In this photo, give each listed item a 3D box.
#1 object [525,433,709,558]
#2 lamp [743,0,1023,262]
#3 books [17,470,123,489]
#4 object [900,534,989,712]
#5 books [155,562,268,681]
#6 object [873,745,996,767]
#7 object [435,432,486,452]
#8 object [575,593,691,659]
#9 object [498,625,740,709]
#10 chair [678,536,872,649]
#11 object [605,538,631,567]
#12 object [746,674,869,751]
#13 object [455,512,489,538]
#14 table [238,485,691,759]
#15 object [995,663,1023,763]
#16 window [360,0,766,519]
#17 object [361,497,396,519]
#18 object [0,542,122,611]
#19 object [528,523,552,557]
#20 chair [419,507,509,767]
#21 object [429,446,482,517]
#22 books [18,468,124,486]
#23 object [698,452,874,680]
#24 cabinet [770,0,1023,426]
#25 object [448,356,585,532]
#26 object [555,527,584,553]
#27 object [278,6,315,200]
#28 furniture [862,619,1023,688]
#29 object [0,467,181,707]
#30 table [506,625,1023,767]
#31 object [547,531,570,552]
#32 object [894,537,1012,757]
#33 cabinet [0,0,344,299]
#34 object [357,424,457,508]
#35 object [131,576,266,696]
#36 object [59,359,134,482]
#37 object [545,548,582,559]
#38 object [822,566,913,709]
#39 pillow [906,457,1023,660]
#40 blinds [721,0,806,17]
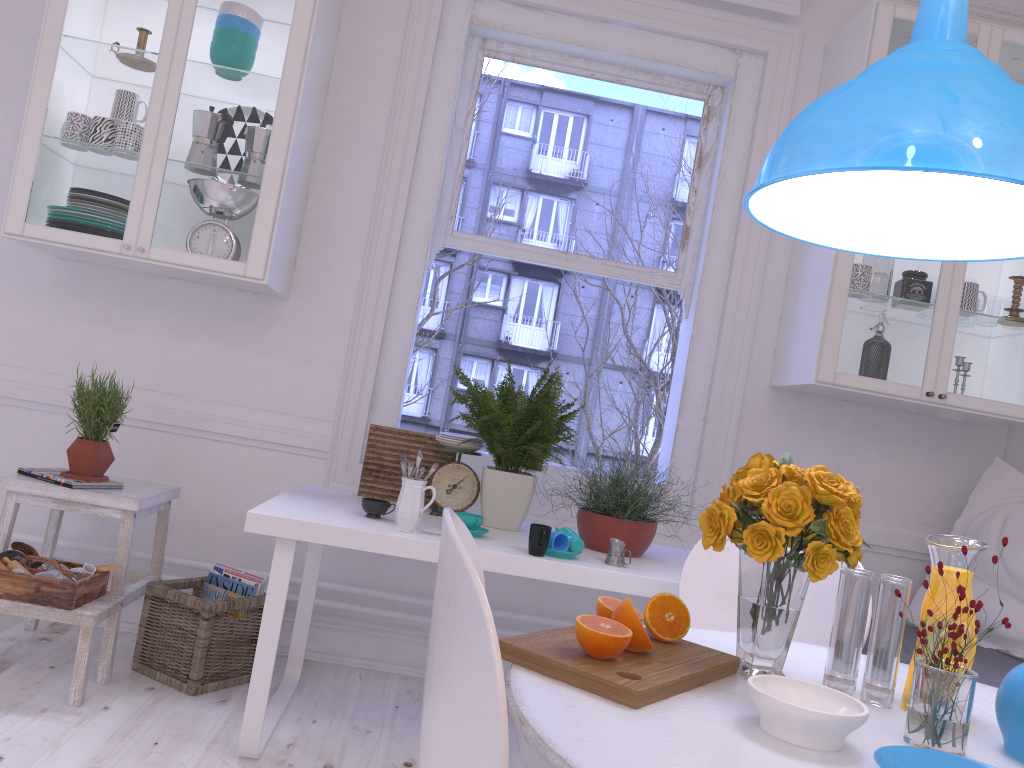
[{"bbox_3d":[0.339,0.332,2.632,0.668,0.367,0.531,9,-2,21],"label":"object"},{"bbox_3d":[0.859,-1.239,1.577,0.568,1.948,0.568,9,-2,30],"label":"lamp"},{"bbox_3d":[-1.333,0.289,2.682,0.246,0.011,0.180,9,-2,26],"label":"books"},{"bbox_3d":[0.660,0.365,1.349,0.094,0.267,0.116,9,-2,23],"label":"object"},{"bbox_3d":[-0.942,0.739,2.768,0.221,0.306,0.205,9,-2,29],"label":"books"},{"bbox_3d":[0.497,0.445,0.966,0.196,0.023,0.196,11,-2,-16],"label":"object"},{"bbox_3d":[-0.163,0.186,2.822,0.163,0.047,0.164,12,-3,-44],"label":"object"},{"bbox_3d":[0.162,0.350,1.322,0.129,0.075,0.285,9,-2,32],"label":"object"},{"bbox_3d":[0.164,0.399,1.297,0.224,0.024,0.347,8,-3,36],"label":"object"},{"bbox_3d":[0.418,0.686,1.816,0.604,0.845,0.483,8,-3,42],"label":"chair"},{"bbox_3d":[0.283,0.446,2.345,0.066,0.067,0.052,10,-2,-3],"label":"object"},{"bbox_3d":[0.365,0.413,1.107,0.147,0.052,0.147,8,-3,39],"label":"object"},{"bbox_3d":[-0.120,0.384,2.425,0.121,0.055,0.121,8,-3,37],"label":"object"},{"bbox_3d":[0.017,0.756,2.572,1.514,0.619,0.736,10,-2,-4],"label":"table"},{"bbox_3d":[0.730,0.429,1.186,0.156,0.151,0.150,10,-2,0],"label":"object"},{"bbox_3d":[0.200,-0.479,3.390,1.234,1.782,0.181,10,-2,-4],"label":"window"},{"bbox_3d":[-0.377,0.343,2.439,0.079,0.048,0.082,12,-3,-44],"label":"object"},{"bbox_3d":[-1.286,0.524,2.440,0.358,0.110,0.211,10,-2,-1],"label":"object"},{"bbox_3d":[0.066,0.400,2.266,0.055,0.077,0.070,9,-2,22],"label":"object"},{"bbox_3d":[0.087,0.598,0.999,0.483,0.845,0.604,10,-2,-4],"label":"chair"},{"bbox_3d":[-0.180,0.311,2.807,0.159,0.208,0.185,10,-2,-4],"label":"object"},{"bbox_3d":[-1.332,0.280,2.682,0.246,0.007,0.180,9,-2,26],"label":"books"},{"bbox_3d":[0.412,0.279,1.367,0.234,0.351,0.235,12,-3,-39],"label":"object"},{"bbox_3d":[1.493,-0.570,3.147,0.823,1.311,0.425,10,-2,-4],"label":"cabinet"},{"bbox_3d":[-0.002,0.175,2.707,0.438,0.527,0.368,10,-2,-4],"label":"object"},{"bbox_3d":[0.149,0.413,2.344,0.069,0.059,0.082,11,-2,-26],"label":"object"},{"bbox_3d":[-1.082,-1.028,2.992,0.811,0.651,0.376,10,-2,-4],"label":"object"},{"bbox_3d":[1.450,1.025,1.475,0.769,0.508,3.296,10,-2,-4],"label":"furniture"},{"bbox_3d":[-1.324,0.566,2.643,0.418,0.534,0.599,10,-2,-4],"label":"object"},{"bbox_3d":[0.501,0.783,1.121,1.140,0.629,1.140,9,-2,25],"label":"table"},{"bbox_3d":[0.113,0.413,2.329,0.069,0.058,0.080,11,-2,-31],"label":"object"},{"bbox_3d":[0.581,0.333,1.150,0.128,0.287,0.128,10,-2,-2],"label":"object"},{"bbox_3d":[-1.080,-1.028,2.970,0.823,1.311,0.425,10,-2,-4],"label":"cabinet"},{"bbox_3d":[-0.338,0.273,2.903,0.294,0.237,0.028,10,-2,-4],"label":"object"},{"bbox_3d":[-0.955,0.770,2.755,0.276,0.270,0.276,9,-2,29],"label":"object"},{"bbox_3d":[-1.247,0.105,2.682,0.196,0.367,0.186,8,-3,41],"label":"object"},{"bbox_3d":[0.123,0.441,2.333,0.121,0.021,0.121,8,-3,37],"label":"object"},{"bbox_3d":[0.547,0.386,1.366,0.101,0.186,0.122,9,-2,26],"label":"object"},{"bbox_3d":[1.693,0.575,2.971,0.374,0.642,0.677,11,-2,-33],"label":"pillow"},{"bbox_3d":[0.387,-1.537,3.241,1.451,0.131,0.136,10,-2,-4],"label":"blinds"}]
